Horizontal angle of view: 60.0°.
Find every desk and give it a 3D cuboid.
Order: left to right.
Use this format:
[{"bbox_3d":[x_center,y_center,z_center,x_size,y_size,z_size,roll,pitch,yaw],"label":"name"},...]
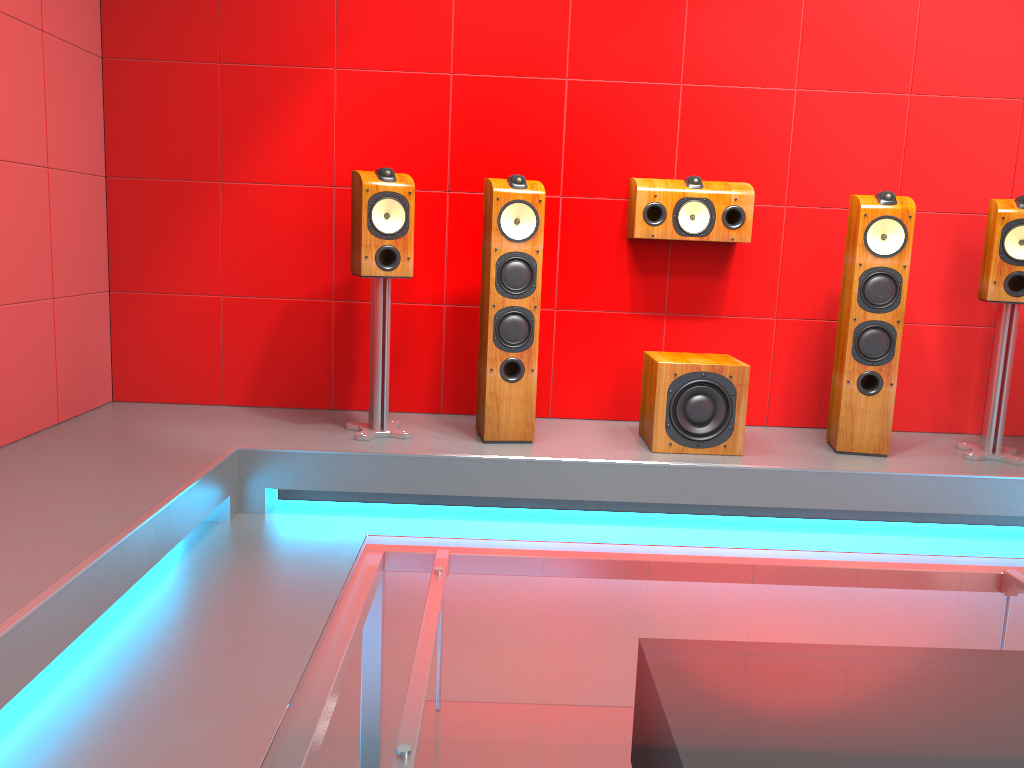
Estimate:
[{"bbox_3d":[0.560,0.596,0.872,1.617,0.690,0.594,2,9,-1],"label":"desk"}]

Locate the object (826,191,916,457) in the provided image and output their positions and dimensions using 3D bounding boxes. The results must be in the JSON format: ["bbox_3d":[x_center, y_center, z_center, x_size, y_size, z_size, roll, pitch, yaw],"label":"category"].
[{"bbox_3d":[1.454,-0.245,3.605,0.203,1.052,0.238,4,9,9],"label":"object"}]

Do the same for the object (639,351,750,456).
[{"bbox_3d":[0.734,0.073,3.623,0.360,0.360,0.360,2,9,-1],"label":"object"}]

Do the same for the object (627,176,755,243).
[{"bbox_3d":[0.764,-0.755,3.818,0.493,0.271,0.235,2,9,-1],"label":"object"}]

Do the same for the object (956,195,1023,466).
[{"bbox_3d":[2.003,-0.223,3.592,0.231,1.058,0.265,6,10,19],"label":"object"}]

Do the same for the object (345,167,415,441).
[{"bbox_3d":[-0.526,-0.321,3.548,0.231,1.058,0.265,-1,10,-21],"label":"object"}]

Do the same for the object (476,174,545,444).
[{"bbox_3d":[-0.010,-0.298,3.557,0.203,1.052,0.238,1,9,-11],"label":"object"}]
